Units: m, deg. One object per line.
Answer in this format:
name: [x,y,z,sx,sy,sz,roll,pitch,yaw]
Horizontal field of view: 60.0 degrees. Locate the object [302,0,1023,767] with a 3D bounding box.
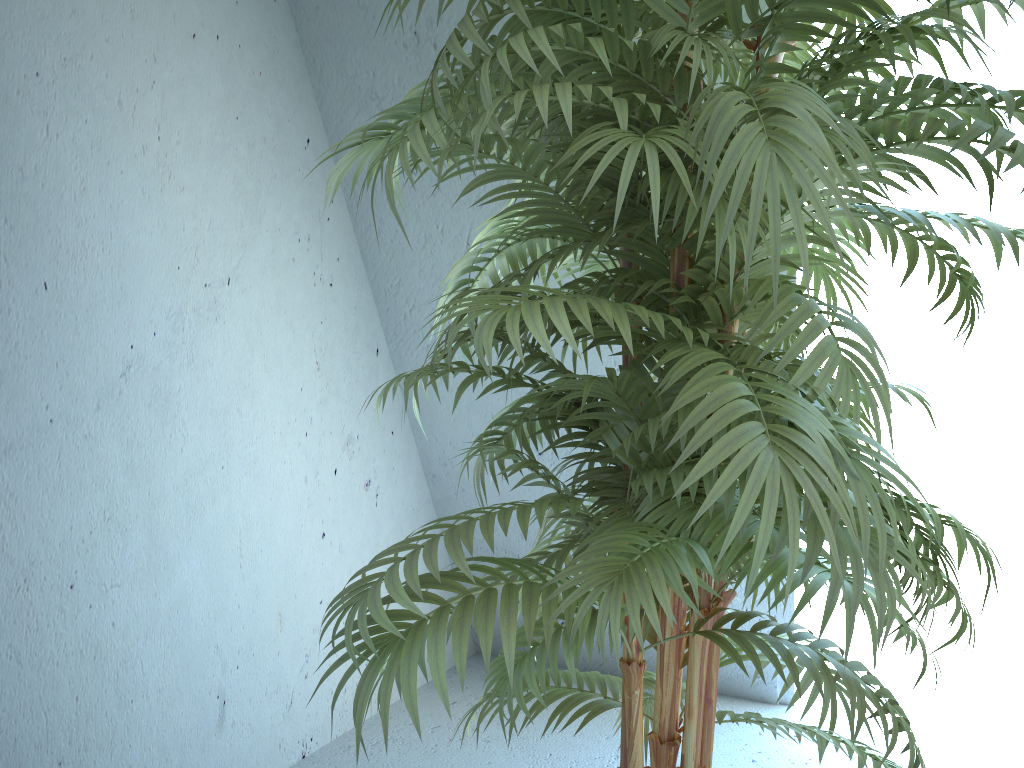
object: [0.231,-0.051,1.181,0.980,2.034,1.020,4,-1,-20]
